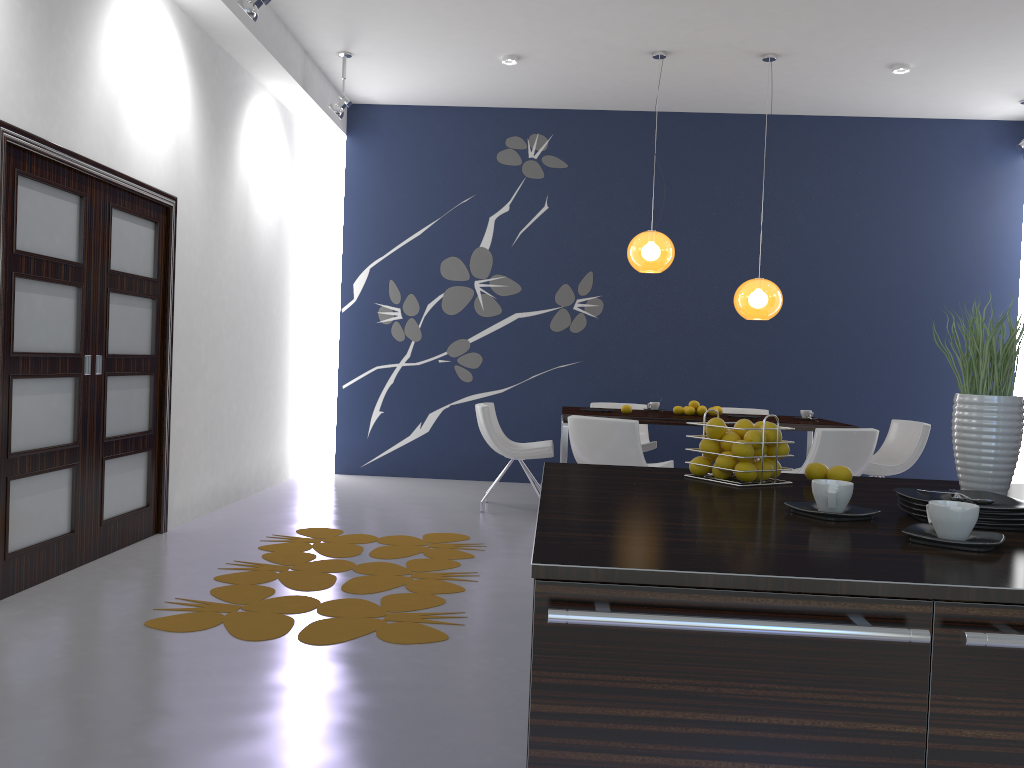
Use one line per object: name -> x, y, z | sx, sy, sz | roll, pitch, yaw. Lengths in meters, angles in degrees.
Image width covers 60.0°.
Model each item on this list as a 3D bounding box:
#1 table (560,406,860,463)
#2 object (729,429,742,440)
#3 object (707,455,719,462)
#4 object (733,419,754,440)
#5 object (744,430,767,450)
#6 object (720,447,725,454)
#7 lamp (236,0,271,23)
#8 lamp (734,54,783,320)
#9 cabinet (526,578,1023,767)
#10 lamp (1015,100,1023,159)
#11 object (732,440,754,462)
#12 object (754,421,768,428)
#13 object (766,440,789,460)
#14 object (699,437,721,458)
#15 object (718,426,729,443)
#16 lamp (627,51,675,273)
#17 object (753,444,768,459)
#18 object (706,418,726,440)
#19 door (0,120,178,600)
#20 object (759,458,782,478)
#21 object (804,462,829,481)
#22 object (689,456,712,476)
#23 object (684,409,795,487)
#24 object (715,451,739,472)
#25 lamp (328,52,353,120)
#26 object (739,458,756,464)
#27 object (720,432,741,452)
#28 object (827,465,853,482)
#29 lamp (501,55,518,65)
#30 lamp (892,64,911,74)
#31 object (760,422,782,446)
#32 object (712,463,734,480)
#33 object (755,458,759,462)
table -> 1.393, 0.630, 6.738 | 2.046, 0.783, 1.127 | 2, 1, 3
object -> 0.593, 0.140, 2.327 | 0.061, 0.052, 0.053 | 3, 1, 16
object -> 0.537, 0.177, 2.315 | 0.061, 0.055, 0.051 | 2, 1, -18
object -> 0.591, 0.115, 2.259 | 0.051, 0.053, 0.063 | 2, 1, 4
object -> 0.602, 0.137, 2.194 | 0.063, 0.051, 0.053 | 1, 2, -42
object -> 0.560, 0.175, 2.294 | 0.051, 0.053, 0.062 | 3, 1, 11
lamp -> -1.453, -2.296, 4.991 | 0.185, 0.511, 0.150 | 2, 1, 3
lamp -> 1.890, -1.472, 6.671 | 0.359, 1.974, 0.358 | 2, 1, 8
cabinet -> 1.686, 0.730, 1.796 | 3.285, 0.852, 1.377 | 2, 1, 3
lamp -> 4.362, -2.126, 7.477 | 0.185, 0.511, 0.150 | 2, 1, 3
object -> 0.565, 0.165, 2.173 | 0.060, 0.055, 0.053 | 1, 2, -44
object -> 0.648, 0.121, 2.276 | 0.053, 0.051, 0.063 | 1, 2, -40
object -> 0.669, 0.166, 2.242 | 0.053, 0.051, 0.063 | 2, 2, -28
object -> 0.506, 0.163, 2.264 | 0.061, 0.054, 0.053 | 1, 2, -41
object -> 0.539, 0.127, 2.308 | 0.051, 0.053, 0.063 | 3, 1, 16
lamp -> 1.079, -1.670, 6.705 | 0.358, 1.645, 0.359 | 3, 1, 14
object -> 0.612, 0.162, 2.236 | 0.064, 0.053, 0.051 | 2, 1, 6
object -> 0.516, 0.114, 2.245 | 0.050, 0.060, 0.059 | 2, 1, 3
door -> -2.242, -0.101, 4.585 | 0.220, 2.061, 1.764 | 2, 1, 3
object -> 0.656, 0.212, 2.259 | 0.060, 0.057, 0.052 | 2, 1, 5
object -> 0.786, 0.228, 2.286 | 0.063, 0.051, 0.053 | 2, 1, 7
object -> 0.487, 0.212, 2.285 | 0.053, 0.052, 0.062 | 4, 2, 42
object -> 0.579, 0.158, 2.261 | 0.189, 0.174, 0.207 | 1, 2, -32
object -> 0.536, 0.194, 2.209 | 0.052, 0.053, 0.062 | 3, 2, 40
lamp -> -1.351, -2.342, 6.988 | 0.185, 0.511, 0.150 | 2, 1, 3
object -> 0.594, 0.209, 2.266 | 0.057, 0.060, 0.052 | 2, 1, 9
object -> 0.552, 0.146, 2.238 | 0.055, 0.051, 0.061 | 2, 1, -3
object -> 0.825, 0.231, 2.235 | 0.053, 0.051, 0.063 | 2, 2, -28
lamp -> -0.021, -2.526, 6.916 | 0.132, 0.035, 0.132 | 2, 1, 3
lamp -> 2.972, -2.403, 6.766 | 0.132, 0.035, 0.132 | 1, 2, -40
object -> 0.648, 0.126, 2.223 | 0.052, 0.060, 0.057 | 2, 1, -9
object -> 0.536, 0.216, 2.252 | 0.061, 0.055, 0.050 | 1, 2, -42
object -> 0.614, 0.215, 2.304 | 0.064, 0.063, 0.074 | 3, 2, 23
